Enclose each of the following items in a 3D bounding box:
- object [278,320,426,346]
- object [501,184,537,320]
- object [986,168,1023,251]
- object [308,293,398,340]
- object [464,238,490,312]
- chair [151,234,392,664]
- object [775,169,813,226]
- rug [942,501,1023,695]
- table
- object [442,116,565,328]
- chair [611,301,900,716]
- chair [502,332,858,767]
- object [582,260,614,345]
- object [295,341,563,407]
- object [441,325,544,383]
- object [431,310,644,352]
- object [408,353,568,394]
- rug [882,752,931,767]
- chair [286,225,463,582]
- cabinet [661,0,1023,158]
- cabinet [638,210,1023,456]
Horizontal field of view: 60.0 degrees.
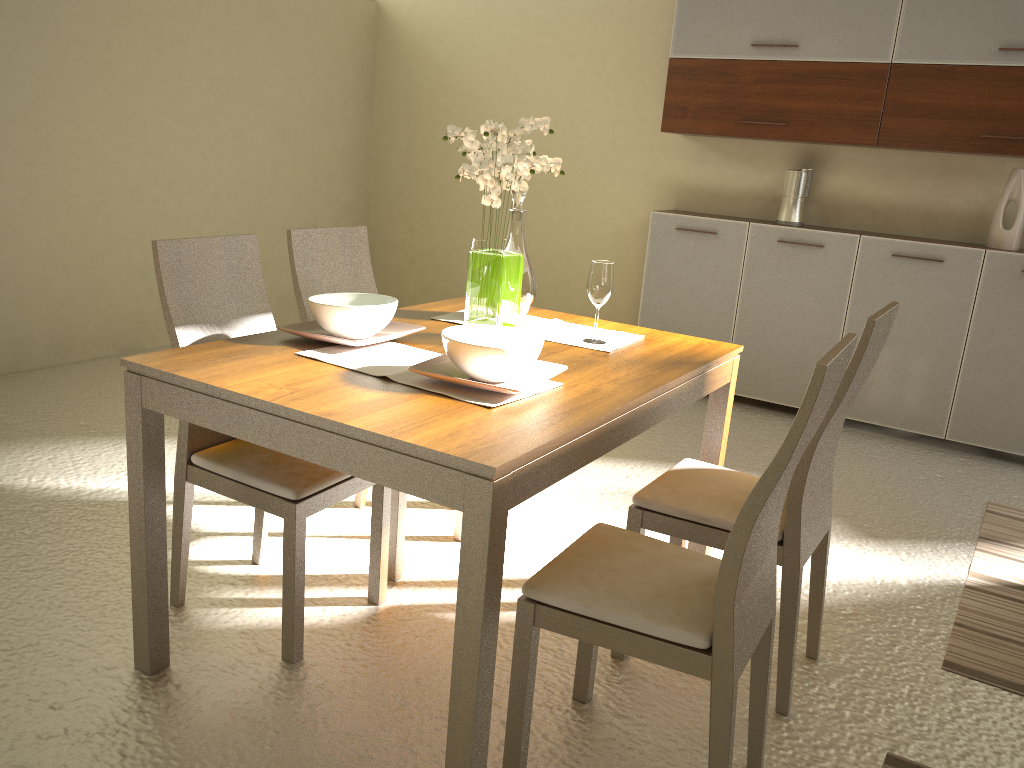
[{"bbox_3d":[-0.419,-0.136,2.340,0.283,0.041,0.283,13,17,28],"label":"object"},{"bbox_3d":[0.007,-0.412,2.726,0.156,0.426,0.156,0,16,-18],"label":"object"},{"bbox_3d":[2.443,-0.855,4.338,0.153,0.384,0.153,-3,17,-25],"label":"object"},{"bbox_3d":[-0.419,-0.175,2.331,0.232,0.107,0.233,18,20,40],"label":"object"},{"bbox_3d":[-0.109,-0.341,2.802,0.075,0.232,0.075,2,15,-11],"label":"object"},{"bbox_3d":[-0.646,0.139,2.414,0.507,1.017,0.404,12,17,26],"label":"chair"},{"bbox_3d":[1.551,-1.023,4.840,0.181,0.305,0.150,16,18,35],"label":"object"},{"bbox_3d":[1.987,0.736,2.949,0.842,0.007,1.613,13,17,30],"label":"rug"},{"bbox_3d":[-0.120,0.293,2.440,1.000,0.790,1.411,13,17,29],"label":"table"},{"bbox_3d":[-0.030,-0.405,2.366,0.304,0.608,0.302,14,18,32],"label":"object"},{"bbox_3d":[0.628,0.265,2.333,0.507,1.017,0.404,13,17,29],"label":"chair"},{"bbox_3d":[0.334,0.376,1.833,0.507,1.017,0.404,12,17,26],"label":"chair"},{"bbox_3d":[0.246,-0.232,2.520,0.075,0.232,0.075,2,15,-11],"label":"object"},{"bbox_3d":[-0.203,-0.039,2.105,0.589,0.010,0.287,14,18,32],"label":"object"},{"bbox_3d":[-0.047,-0.062,2.018,0.233,0.101,0.233,10,16,18],"label":"object"},{"bbox_3d":[0.076,-0.174,2.691,0.589,0.010,0.287,12,17,26],"label":"object"},{"bbox_3d":[-0.051,-0.023,2.028,0.283,0.033,0.283,11,16,23],"label":"object"},{"bbox_3d":[0.832,1.105,1.234,0.843,0.010,1.613,13,17,29],"label":"rug"},{"bbox_3d":[-0.427,0.030,2.882,0.507,1.017,0.404,13,17,30],"label":"chair"},{"bbox_3d":[1.934,-1.596,4.463,2.318,0.789,0.372,13,17,29],"label":"cabinet"},{"bbox_3d":[1.828,-0.305,4.811,2.318,1.018,0.372,13,17,29],"label":"cabinet"}]
